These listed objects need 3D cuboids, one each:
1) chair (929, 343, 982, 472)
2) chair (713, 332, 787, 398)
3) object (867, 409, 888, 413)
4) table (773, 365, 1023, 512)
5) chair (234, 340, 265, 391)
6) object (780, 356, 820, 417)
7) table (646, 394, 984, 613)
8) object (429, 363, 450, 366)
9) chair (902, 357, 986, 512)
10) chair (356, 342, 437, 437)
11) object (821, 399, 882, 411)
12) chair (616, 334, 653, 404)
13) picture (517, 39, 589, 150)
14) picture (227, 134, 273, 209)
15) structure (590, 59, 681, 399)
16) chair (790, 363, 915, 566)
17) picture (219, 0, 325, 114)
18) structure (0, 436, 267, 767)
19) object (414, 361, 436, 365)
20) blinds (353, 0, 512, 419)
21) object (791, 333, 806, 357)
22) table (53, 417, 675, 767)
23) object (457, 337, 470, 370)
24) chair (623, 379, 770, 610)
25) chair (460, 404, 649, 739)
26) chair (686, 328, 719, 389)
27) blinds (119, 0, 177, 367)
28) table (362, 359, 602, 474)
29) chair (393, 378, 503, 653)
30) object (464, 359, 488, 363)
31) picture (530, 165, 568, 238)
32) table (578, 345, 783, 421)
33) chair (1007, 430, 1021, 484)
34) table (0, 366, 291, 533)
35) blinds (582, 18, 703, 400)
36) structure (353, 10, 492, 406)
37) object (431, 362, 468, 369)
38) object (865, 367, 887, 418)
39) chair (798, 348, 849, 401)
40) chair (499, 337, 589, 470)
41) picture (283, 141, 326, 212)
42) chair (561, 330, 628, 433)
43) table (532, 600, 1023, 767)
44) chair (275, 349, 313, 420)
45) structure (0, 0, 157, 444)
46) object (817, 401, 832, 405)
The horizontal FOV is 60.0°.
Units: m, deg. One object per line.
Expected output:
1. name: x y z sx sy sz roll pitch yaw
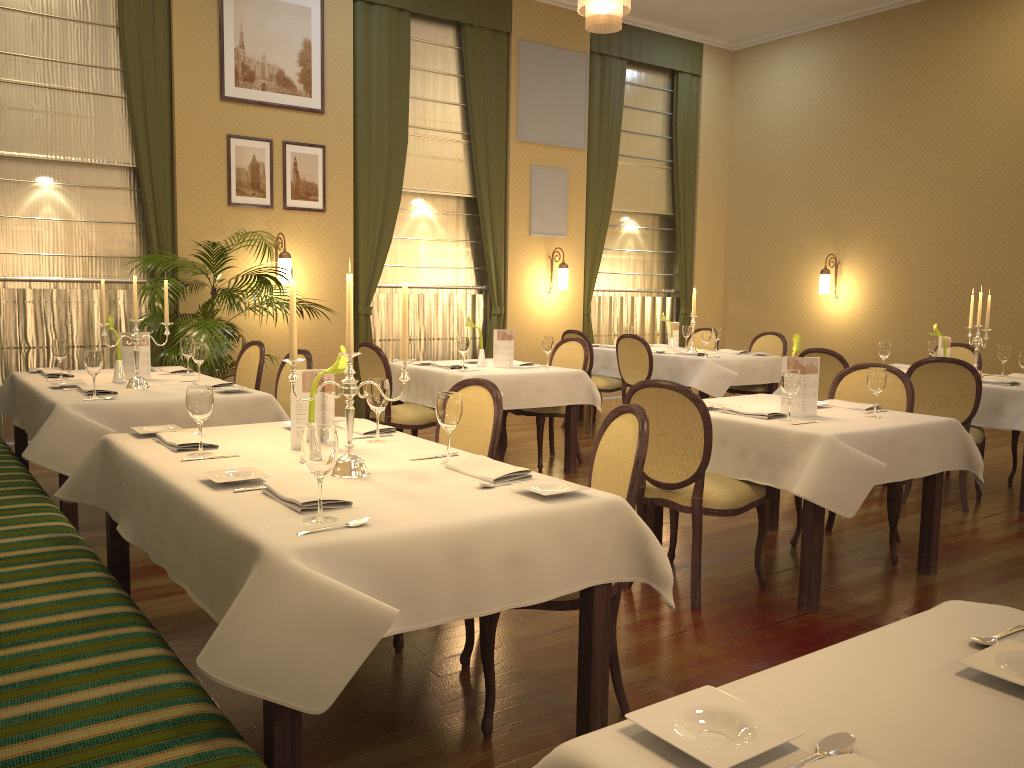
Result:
1. chair: 3.365 0.158 7.003 0.571 0.955 0.530 -3 7 -35
2. chair: 2.300 -0.018 8.482 0.571 0.955 0.530 -3 7 -35
3. object: 1.762 0.133 4.293 0.185 0.010 0.017 -3 7 -35
4. table: 3.121 0.309 6.453 1.385 0.759 2.152 -3 7 -35
5. chair: -1.892 0.204 5.707 0.571 0.955 0.530 -3 7 -35
6. object: 1.339 0.013 4.109 0.166 0.277 0.081 2 6 11
7. table: 1.373 0.502 4.358 1.389 0.759 1.395 -3 7 -34
8. object: -0.532 -0.140 6.443 0.181 0.015 0.038 -3 7 -34
9. chair: 2.754 0.286 5.711 0.530 0.955 0.571 4 7 29
10. chair: -0.770 0.179 6.124 0.571 0.955 0.530 -3 7 -35
11. object: 1.706 0.106 4.484 0.142 0.024 0.273 -3 7 -35
12. chair: 1.220 0.029 7.860 0.571 0.955 0.530 -3 7 -35
13. picture: 0.467 -3.176 9.799 0.966 1.057 0.027 -3 7 -35
14. picture: -2.340 -1.897 7.938 0.412 0.619 0.022 -3 7 -35
15. structure: 1.499 -2.081 10.897 1.898 4.511 0.137 -3 7 -35
16. chair: 1.823 0.383 4.649 0.530 0.955 0.571 5 7 34
17. picture: -2.135 -3.025 7.946 0.966 1.057 0.027 -3 7 -35
18. structure: -0.252 0.727 0.759 0.850 1.031 14.516 -3 7 -35
19. object: -0.629 -0.151 6.499 0.160 0.024 0.160 -3 7 -35
20. blinds: -0.798 -1.944 9.111 1.878 4.537 0.129 -3 7 -35
21. object: 1.346 -0.053 4.242 0.076 0.375 0.163 5 7 31
22. table: -0.594 0.616 2.958 1.385 0.759 2.152 -3 7 -35
23. object: -0.336 -0.209 6.115 0.088 0.229 0.088 2 6 12
24. chair: 0.792 0.439 3.950 0.530 0.955 0.571 7 8 44
25. chair: 0.129 0.544 2.854 0.571 0.955 0.530 0 6 -11
26. chair: 1.811 -0.100 9.162 0.571 0.955 0.530 -3 7 -35
27. blinds: -3.657 -1.778 7.086 1.934 4.537 0.225 -3 8 -36
28. table: -0.196 0.241 6.538 1.389 0.759 1.395 -3 7 -34
29. chair: -0.349 0.466 3.509 0.571 0.955 0.530 -3 7 -35
30. object: -0.288 -0.170 6.725 0.160 0.024 0.160 -3 7 -35
31. picture: 0.418 -2.029 9.901 0.512 0.769 0.027 -3 7 -35
32. table: 1.566 0.050 8.613 1.385 0.759 2.152 -3 7 -35
33. chair: 3.901 0.239 6.334 0.530 0.955 0.571 5 7 34
34. table: -2.164 0.355 5.139 1.385 0.759 2.152 -3 7 -35
35. blinds: 1.575 -2.082 10.803 1.876 4.537 0.129 -3 7 -35
36. structure: -0.873 -1.942 9.205 1.900 4.511 0.134 -3 7 -35
37. object: -0.448 -0.130 6.299 0.142 0.033 0.273 -3 7 -35
38. object: 1.690 0.040 4.117 0.088 0.229 0.088 2 6 6
39. chair: 2.325 0.212 6.324 0.571 0.955 0.530 -3 7 -35
40. chair: 0.270 0.125 6.803 0.571 0.955 0.530 -3 7 -35
41. picture: -1.926 -1.921 8.233 0.412 0.619 0.022 -3 7 -35
42. chair: 0.771 -0.046 8.484 0.571 0.955 0.530 -3 7 -35
43. table: 0.978 0.877 0.774 1.385 0.759 2.152 -3 7 -35
44. chair: -1.430 0.286 5.008 0.571 0.955 0.530 -3 7 -35
45. structure: -3.725 -1.777 7.178 1.942 4.511 0.123 -3 7 -35
46. object: 1.491 0.104 4.460 0.160 0.024 0.160 -3 7 -35
